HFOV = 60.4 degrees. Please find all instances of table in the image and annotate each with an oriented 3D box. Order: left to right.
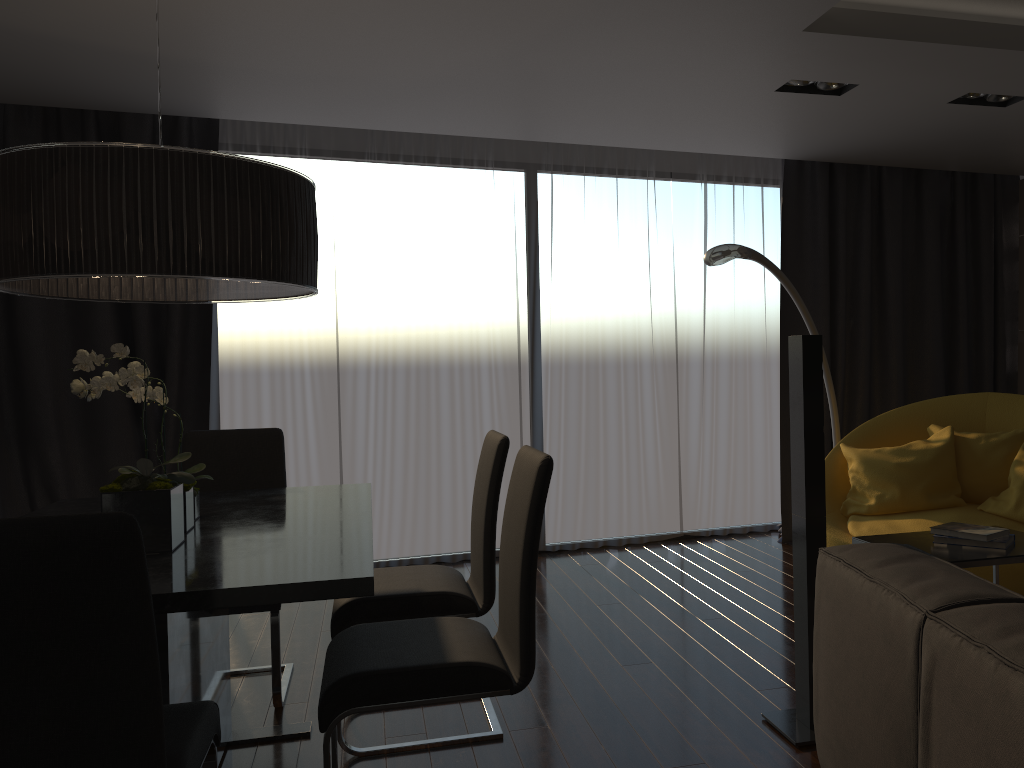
[{"bbox_3d":[-0.917,0.778,2.439,1.066,0.760,1.563,-1,1,-11],"label":"table"},{"bbox_3d":[1.542,0.817,2.976,0.617,0.563,0.439,-1,1,-13],"label":"table"}]

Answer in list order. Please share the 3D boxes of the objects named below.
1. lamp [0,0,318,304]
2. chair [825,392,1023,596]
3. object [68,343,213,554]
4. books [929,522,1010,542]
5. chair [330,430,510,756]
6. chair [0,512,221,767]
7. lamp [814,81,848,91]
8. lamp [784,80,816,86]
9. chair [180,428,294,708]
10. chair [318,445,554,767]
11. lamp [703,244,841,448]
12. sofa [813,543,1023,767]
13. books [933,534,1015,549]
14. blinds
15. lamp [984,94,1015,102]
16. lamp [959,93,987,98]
[{"bbox_3d":[-0.965,-0.802,2.411,0.790,1.102,0.818,-1,1,12],"label":"lamp"},{"bbox_3d":[2.220,0.562,4.282,1.436,1.005,1.198,-1,1,44],"label":"chair"},{"bbox_3d":[-0.983,0.149,2.324,0.320,0.501,0.557,-1,1,-14],"label":"object"},{"bbox_3d":[1.555,0.501,2.991,0.163,0.022,0.194,-2,1,-36],"label":"books"},{"bbox_3d":[-0.304,0.655,2.947,0.587,0.964,0.417,-1,1,-13],"label":"chair"},{"bbox_3d":[-0.812,0.686,1.620,0.438,0.964,0.558,-1,1,-11],"label":"chair"},{"bbox_3d":[1.549,-1.467,4.244,0.177,0.077,0.176,-1,1,0],"label":"lamp"},{"bbox_3d":[1.370,-1.462,4.196,0.183,0.077,0.171,-1,1,-17],"label":"lamp"},{"bbox_3d":[-1.059,0.666,3.267,0.438,0.964,0.558,-1,1,-11],"label":"chair"},{"bbox_3d":[-0.193,0.663,2.272,0.587,0.964,0.417,-1,1,-13],"label":"chair"},{"bbox_3d":[2.678,0.144,5.628,4.459,1.779,0.552,-2,1,-34],"label":"lamp"},{"bbox_3d":[2.181,0.753,1.443,2.756,0.704,2.468,-1,1,-3],"label":"sofa"},{"bbox_3d":[1.566,0.523,2.983,0.220,0.023,0.171,-1,1,37],"label":"books"},{"bbox_3d":[0.111,-0.346,5.380,7.781,2.894,0.720,-2,1,-22],"label":"blinds"},{"bbox_3d":[2.508,-1.491,4.499,0.177,0.077,0.176,-1,1,0],"label":"lamp"},{"bbox_3d":[2.329,-1.486,4.451,0.175,0.077,0.179,-1,1,7],"label":"lamp"}]
